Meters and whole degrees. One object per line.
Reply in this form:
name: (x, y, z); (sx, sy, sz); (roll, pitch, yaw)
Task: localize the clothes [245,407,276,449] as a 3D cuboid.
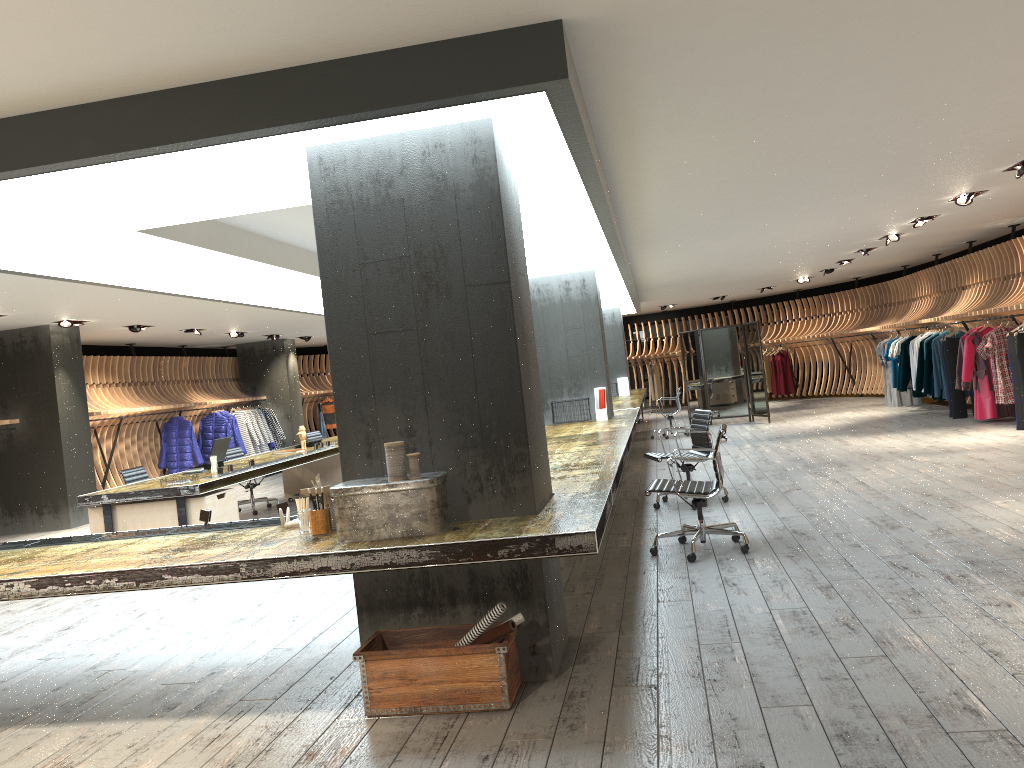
clothes: (-5.520, 1.122, 19.096); (0.885, 1.239, 0.245); (-6, -1, 6)

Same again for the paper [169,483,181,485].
paper: (-2.965, 0.885, 7.921); (0.176, 0.004, 0.130); (-6, 0, 15)

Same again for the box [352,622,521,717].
box: (-0.306, 1.239, 3.850); (0.664, 0.282, 0.342); (-6, 0, 9)

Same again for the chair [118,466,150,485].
chair: (-3.732, 1.290, 9.390); (0.667, 0.859, 0.693); (-6, 0, -5)

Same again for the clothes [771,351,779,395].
clothes: (6.707, -0.284, 22.348); (0.444, 1.129, 0.126); (-6, -1, -19)

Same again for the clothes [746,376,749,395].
clothes: (6.063, -0.218, 23.216); (0.127, 1.129, 0.444); (-6, 0, 1)

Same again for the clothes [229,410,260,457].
clothes: (-5.544, 1.062, 18.205); (0.752, 1.062, 0.128); (-6, -1, 8)

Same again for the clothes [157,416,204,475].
clothes: (-6.046, 1.205, 16.046); (0.885, 1.239, 0.245); (-6, -1, 6)

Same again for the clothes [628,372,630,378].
clothes: (3.189, -0.088, 25.143); (0.201, 0.881, 0.839); (-6, 0, -11)

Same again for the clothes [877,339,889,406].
clothes: (7.436, -0.170, 17.014); (0.677, 1.434, 0.203); (-6, -1, -1)

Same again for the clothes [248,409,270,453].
clothes: (-5.464, 1.049, 18.696); (0.752, 1.062, 0.128); (-6, -1, 8)

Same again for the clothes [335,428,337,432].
clothes: (-4.237, 0.766, 22.776); (0.838, 0.881, 0.201); (-6, 0, 29)

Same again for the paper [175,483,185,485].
paper: (-2.979, 0.891, 7.919); (0.176, 0.003, 0.130); (-6, 0, 8)

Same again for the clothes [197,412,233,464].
clothes: (-5.899, 1.184, 17.433); (0.880, 1.260, 0.242); (-6, -1, 6)

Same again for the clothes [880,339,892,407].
clothes: (7.413, -0.166, 16.875); (0.677, 1.434, 0.204); (-7, -1, 24)

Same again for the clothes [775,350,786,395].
clothes: (6.799, -0.293, 22.207); (0.443, 1.129, 0.127); (-6, -1, 6)

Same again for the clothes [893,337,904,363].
clothes: (7.297, -0.400, 16.103); (0.743, 0.961, 0.167); (-6, -1, 3)

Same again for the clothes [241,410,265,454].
clothes: (-5.506, 1.056, 18.437); (0.752, 1.062, 0.128); (-6, -1, 8)

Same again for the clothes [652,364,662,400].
clothes: (4.062, -0.057, 24.810); (0.096, 0.988, 0.465); (-7, 0, 26)

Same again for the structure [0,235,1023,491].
structure: (-0.724, 0.097, 8.233); (14.877, 2.440, 36.563); (-6, 0, 9)

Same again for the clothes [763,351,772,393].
clothes: (6.580, -0.313, 22.519); (0.778, 1.053, 0.151); (-6, -1, -40)

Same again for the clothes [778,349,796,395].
clothes: (6.834, -0.297, 22.121); (0.444, 1.129, 0.126); (-6, -1, -19)

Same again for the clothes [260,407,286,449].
clothes: (-5.333, 1.085, 19.416); (0.799, 1.186, 0.191); (-6, -1, 10)

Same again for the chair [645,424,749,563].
chair: (1.260, 0.751, 6.255); (0.667, 0.859, 0.693); (-6, 0, 5)

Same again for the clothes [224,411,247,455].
clothes: (-5.770, 1.161, 17.736); (0.885, 1.239, 0.245); (-6, -1, 6)

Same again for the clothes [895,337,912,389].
clothes: (7.218, -0.390, 15.894); (0.743, 0.950, 0.167); (-6, -1, -7)

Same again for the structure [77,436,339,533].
structure: (-2.382, 1.119, 12.854); (1.162, 0.844, 10.454); (-6, 0, 9)

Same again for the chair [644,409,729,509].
chair: (1.587, 0.699, 8.307); (0.668, 0.859, 0.693); (-6, 0, -15)

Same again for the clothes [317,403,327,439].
clothes: (-4.681, 1.174, 22.039); (0.200, 1.422, 0.308); (-6, -1, -14)

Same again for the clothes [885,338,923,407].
clothes: (7.390, -0.163, 16.741); (0.677, 1.434, 0.203); (-6, -1, -6)

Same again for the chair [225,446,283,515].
chair: (-3.360, 1.232, 11.525); (0.667, 0.859, 0.693); (-6, 0, 0)

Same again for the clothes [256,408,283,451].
clothes: (-5.354, 1.088, 19.229); (0.807, 1.187, 0.192); (-6, -1, 10)

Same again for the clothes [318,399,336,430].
clothes: (-4.591, 0.807, 22.336); (0.839, 0.881, 0.201); (-6, 0, 24)

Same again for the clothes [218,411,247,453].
clothes: (-5.722, 1.155, 17.547); (0.883, 1.246, 0.249); (-6, -1, 6)

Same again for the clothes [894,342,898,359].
clothes: (7.271, -0.413, 15.963); (0.742, 0.939, 0.162); (-6, -1, 3)

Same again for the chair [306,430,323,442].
chair: (-2.903, 1.160, 14.131); (0.667, 0.859, 0.693); (-6, 0, 5)

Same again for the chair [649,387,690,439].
chair: (2.735, 0.514, 15.640); (0.667, 0.859, 0.693); (-6, 0, 5)

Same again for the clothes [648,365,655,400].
clothes: (3.951, -0.045, 24.856); (0.096, 0.988, 0.465); (-7, 0, 21)

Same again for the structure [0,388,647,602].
structure: (-0.615, 0.924, 12.347); (4.834, 0.844, 18.480); (-6, 0, 9)

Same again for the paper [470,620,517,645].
paper: (-0.285, 1.179, 3.793); (0.723, 0.365, 0.047); (-6, 0, 29)

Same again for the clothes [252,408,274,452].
clothes: (-5.435, 1.045, 18.873); (0.752, 1.062, 0.128); (-6, -1, 8)

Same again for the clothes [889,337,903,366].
clothes: (7.272, -0.411, 16.158); (0.743, 0.931, 0.158); (-6, -1, 13)

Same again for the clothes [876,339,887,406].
clothes: (7.458, -0.174, 17.153); (0.677, 1.434, 0.204); (-7, -1, 24)

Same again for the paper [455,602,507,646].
paper: (-0.255, 1.147, 3.752); (0.572, 0.460, 0.043); (-6, 0, 27)

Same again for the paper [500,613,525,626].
paper: (-0.239, 1.173, 3.810); (0.624, 0.290, 0.041); (-6, -1, -9)

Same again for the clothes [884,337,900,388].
clothes: (7.242, -0.394, 16.309); (0.737, 0.971, 0.167); (-6, -1, 18)
